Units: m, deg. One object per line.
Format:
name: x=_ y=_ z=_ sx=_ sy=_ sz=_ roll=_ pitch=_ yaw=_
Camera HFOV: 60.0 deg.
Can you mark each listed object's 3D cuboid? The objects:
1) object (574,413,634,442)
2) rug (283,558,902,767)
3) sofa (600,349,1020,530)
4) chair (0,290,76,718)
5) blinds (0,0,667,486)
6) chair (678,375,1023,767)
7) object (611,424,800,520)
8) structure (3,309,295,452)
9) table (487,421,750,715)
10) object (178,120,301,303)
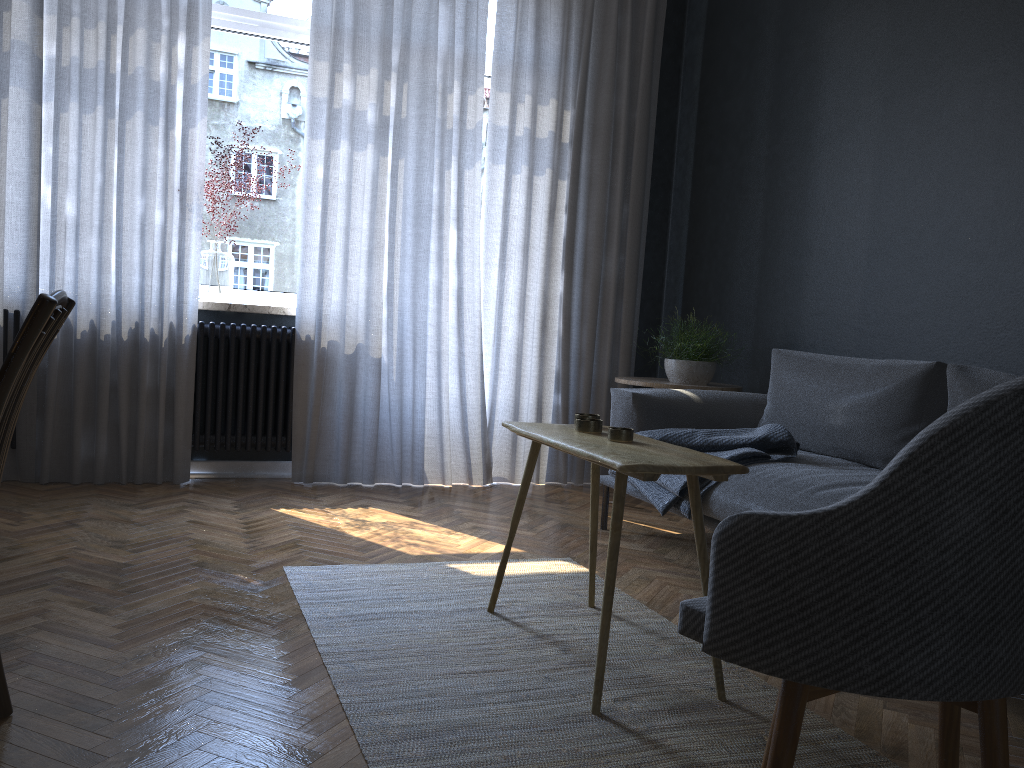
object: x=0.222 y=0.113 z=2.346 sx=0.103 sy=0.033 sz=0.368 roll=3 pitch=4 yaw=-11
rug: x=0.095 y=0.687 z=2.067 sx=1.004 sy=0.013 sz=2.008 roll=3 pitch=4 yaw=-21
sofa: x=1.185 y=0.314 z=2.817 sx=0.970 sy=0.799 sz=2.337 roll=2 pitch=4 yaw=-22
chair: x=-1.007 y=0.237 z=1.469 sx=0.467 sy=0.821 sz=0.362 roll=2 pitch=5 yaw=-22
blinds: x=-1.064 y=-0.928 z=4.155 sx=3.993 sy=2.792 sz=0.312 roll=2 pitch=5 yaw=-21
chair: x=0.620 y=0.357 z=1.379 sx=0.645 sy=0.812 sz=0.494 roll=0 pitch=6 yaw=-43
object: x=0.692 y=0.278 z=3.243 sx=0.490 sy=0.329 sz=0.665 roll=3 pitch=4 yaw=-16
structure: x=-1.796 y=-0.010 z=4.036 sx=1.847 sy=0.601 sz=0.215 roll=2 pitch=5 yaw=-21
table: x=0.226 y=0.411 z=2.233 sx=0.339 sy=0.550 sz=0.786 roll=2 pitch=4 yaw=-21
object: x=-1.338 y=-0.789 z=4.160 sx=0.598 sy=0.810 sz=0.514 roll=8 pitch=6 yaw=43
